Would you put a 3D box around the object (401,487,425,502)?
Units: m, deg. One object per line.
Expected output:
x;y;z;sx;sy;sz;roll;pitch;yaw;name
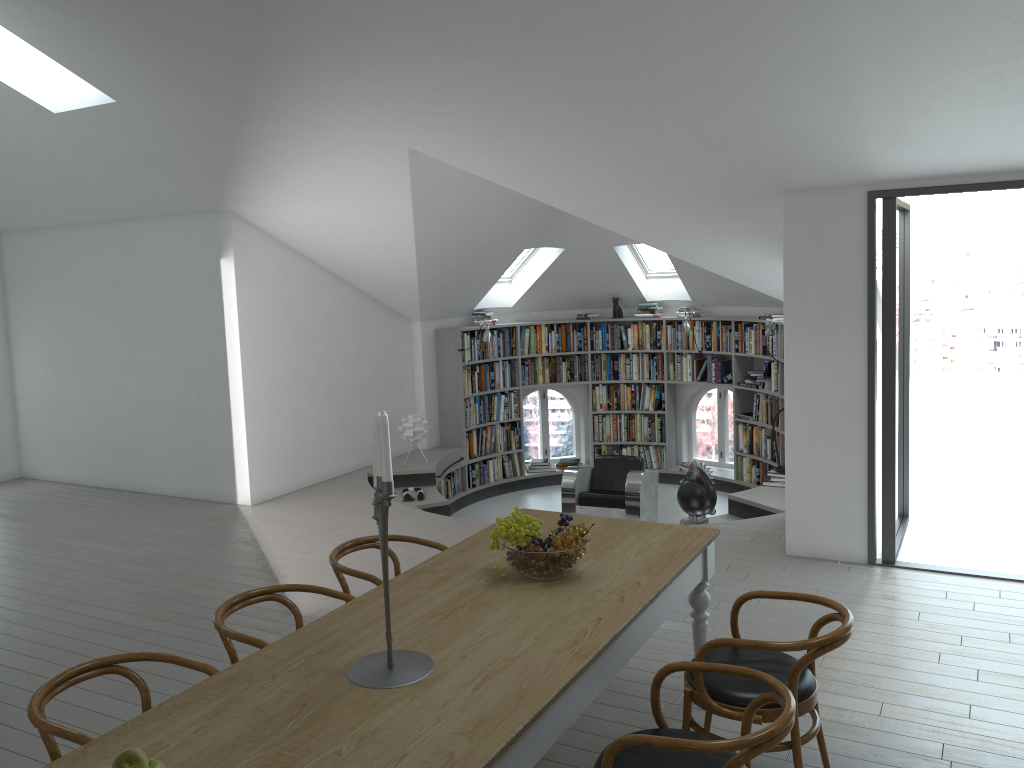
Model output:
-0.977;1.090;8.751;0.218;0.082;0.474;-3;7;-8;object

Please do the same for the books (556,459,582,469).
0.731;1.019;11.266;0.318;0.099;0.292;2;8;30;books

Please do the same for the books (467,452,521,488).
-0.278;1.017;10.754;0.920;0.319;0.283;-9;9;-42;books

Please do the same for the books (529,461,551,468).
0.354;1.025;11.275;0.269;0.031;0.286;-2;7;5;books

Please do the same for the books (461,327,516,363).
-0.371;-0.474;10.567;0.301;0.360;1.035;4;9;45;books

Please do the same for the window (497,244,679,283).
1.473;-1.536;10.049;4.056;0.711;1.938;2;8;29;window

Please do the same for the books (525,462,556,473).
0.355;1.059;11.279;0.365;0.042;0.389;-3;7;-5;books

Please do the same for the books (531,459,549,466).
0.353;0.994;11.272;0.213;0.036;0.227;-2;7;5;books

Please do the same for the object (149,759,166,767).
-0.802;0.872;1.963;0.071;0.063;0.072;0;7;22;object

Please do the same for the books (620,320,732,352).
2.053;-0.596;10.741;1.566;0.366;0.395;3;8;34;books

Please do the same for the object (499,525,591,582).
0.132;0.680;3.465;0.360;0.159;0.361;-1;7;9;object

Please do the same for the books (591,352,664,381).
1.484;-0.231;11.124;1.028;0.358;0.301;0;7;15;books

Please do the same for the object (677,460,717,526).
1.524;0.909;7.308;0.320;0.561;0.321;-2;6;2;object

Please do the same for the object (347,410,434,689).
-0.392;0.452;2.604;0.265;0.872;0.777;-2;6;3;object

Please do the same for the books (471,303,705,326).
0.906;-0.867;10.864;2.814;0.173;0.750;-2;7;-1;books

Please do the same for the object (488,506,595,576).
0.114;0.615;3.484;0.394;0.283;0.293;-3;6;-7;object

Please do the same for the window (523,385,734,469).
1.515;0.516;11.251;3.230;1.147;0.619;0;6;15;window

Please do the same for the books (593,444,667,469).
1.514;0.896;11.191;1.019;0.305;0.288;-1;7;14;books

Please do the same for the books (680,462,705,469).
2.224;1.006;10.915;0.268;0.029;0.254;0;8;19;books

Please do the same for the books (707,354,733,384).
2.517;-0.179;10.411;0.224;0.340;0.399;-8;8;-41;books

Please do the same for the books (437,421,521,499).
-0.481;0.867;10.476;0.391;0.693;1.645;3;8;39;books

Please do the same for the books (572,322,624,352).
1.058;-0.597;11.145;0.682;0.345;0.265;-2;6;6;books

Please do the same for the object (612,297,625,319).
1.322;-0.949;11.036;0.147;0.264;0.202;1;7;25;object

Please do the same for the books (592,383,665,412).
1.488;0.151;11.120;0.997;0.350;0.298;-1;6;12;books

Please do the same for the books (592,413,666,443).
1.517;0.534;11.156;1.031;0.356;0.293;-1;6;14;books

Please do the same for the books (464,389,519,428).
-0.326;0.287;10.615;1.022;0.358;0.261;-9;9;-44;books

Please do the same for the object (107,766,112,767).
-0.863;0.856;1.914;0.058;0.057;0.053;4;9;43;object

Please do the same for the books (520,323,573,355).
0.384;-0.569;11.044;0.793;0.372;0.269;-4;7;-18;books

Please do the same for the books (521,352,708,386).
1.244;-0.198;10.992;2.528;0.370;0.593;-1;7;9;books

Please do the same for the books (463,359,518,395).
-0.353;-0.092;10.626;0.303;0.347;1.090;4;9;44;books

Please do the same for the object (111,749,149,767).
-0.815;0.817;1.891;0.072;0.074;0.072;1;7;29;object
